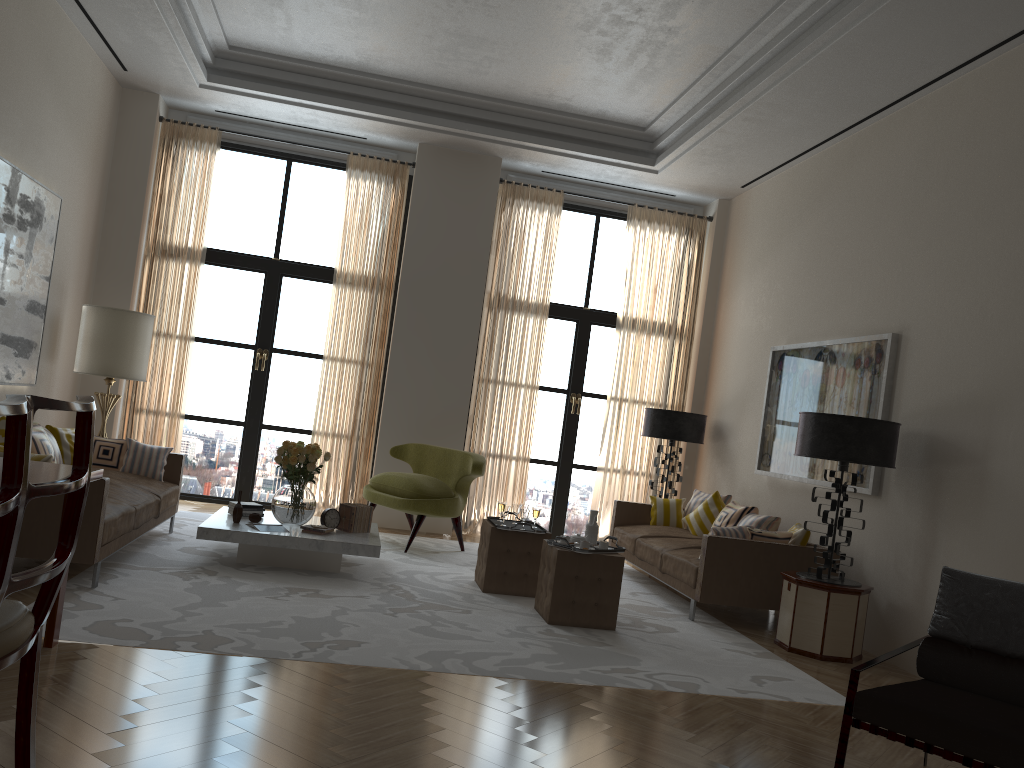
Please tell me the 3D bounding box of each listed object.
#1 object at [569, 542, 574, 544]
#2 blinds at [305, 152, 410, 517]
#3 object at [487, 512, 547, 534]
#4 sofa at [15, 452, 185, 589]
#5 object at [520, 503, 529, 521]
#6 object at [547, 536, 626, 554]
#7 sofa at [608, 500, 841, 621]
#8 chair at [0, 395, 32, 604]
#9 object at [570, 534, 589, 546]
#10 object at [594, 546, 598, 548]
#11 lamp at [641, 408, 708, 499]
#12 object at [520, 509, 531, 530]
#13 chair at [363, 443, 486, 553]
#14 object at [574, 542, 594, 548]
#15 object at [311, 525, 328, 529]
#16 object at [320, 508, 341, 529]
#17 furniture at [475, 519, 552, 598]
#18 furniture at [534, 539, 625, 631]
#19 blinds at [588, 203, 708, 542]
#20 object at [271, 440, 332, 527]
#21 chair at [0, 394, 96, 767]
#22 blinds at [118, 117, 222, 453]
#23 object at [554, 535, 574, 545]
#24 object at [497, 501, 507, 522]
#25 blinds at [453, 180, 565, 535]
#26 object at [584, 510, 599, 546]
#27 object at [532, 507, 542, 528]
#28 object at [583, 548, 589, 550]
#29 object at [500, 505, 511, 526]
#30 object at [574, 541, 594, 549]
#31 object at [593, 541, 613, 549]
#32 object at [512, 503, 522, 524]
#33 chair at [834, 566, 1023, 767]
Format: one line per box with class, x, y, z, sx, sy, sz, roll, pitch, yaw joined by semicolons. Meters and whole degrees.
object;0.490;1.339;7.439;0.052;0.027;0.080;6;-3;37
blinds;-2.076;-0.574;11.790;0.874;4.872;0.418;8;-1;-7
object;0.042;1.321;8.498;0.491;0.092;0.802;8;-2;-10
sofa;-3.837;1.019;7.654;1.352;0.819;2.979;8;-2;-10
object;0.112;1.282;8.767;0.098;0.191;0.098;7;-1;37
object;0.640;1.351;7.558;0.440;0.101;0.722;5;-3;44
sofa;2.108;1.901;9.623;1.352;0.819;2.979;8;-2;-10
chair;-1.729;0.721;2.051;0.878;1.505;0.656;8;-1;-10
object;0.569;1.334;7.629;0.176;0.105;0.136;8;-2;-14
object;0.752;1.399;7.633;0.041;0.015;0.187;6;-3;32
lamp;2.049;1.370;11.788;0.830;2.017;0.830;8;-1;-5
object;0.111;1.259;8.219;0.098;0.191;0.098;8;-1;-10
chair;-1.158;1.327;10.501;1.031;1.213;1.787;9;-2;-42
object;0.606;1.359;7.488;0.186;0.026;0.041;8;-2;-2
object;-1.790;1.323;8.236;0.139;0.019;0.137;9;-3;-26
object;-1.735;1.293;8.478;0.082;0.209;0.205;7;-2;41
furniture;0.001;1.665;8.498;0.614;0.616;0.613;8;-2;-10
furniture;0.564;1.702;7.551;0.614;0.616;0.613;8;-2;-10
blinds;1.901;-0.010;12.490;1.242;4.872;0.418;8;-1;-8
object;-2.029;0.956;8.477;0.540;0.821;0.627;8;-1;-14
chair;-1.852;0.731;2.687;0.878;1.505;0.656;8;-1;-10
blinds;-4.413;-0.900;11.379;0.781;4.884;0.419;8;-1;-8
object;0.448;1.317;7.487;0.176;0.067;0.175;9;-3;-34
object;-0.106;1.250;8.691;0.098;0.191;0.098;8;-1;-27
blinds;-0.028;-0.284;12.152;0.960;4.872;0.419;8;-1;-8
object;0.698;1.255;7.741;0.113;0.305;0.126;7;-1;27
object;0.227;1.288;8.525;0.098;0.191;0.098;7;-1;16
object;0.606;1.362;7.288;0.053;0.025;0.049;8;-2;-8
object;-0.071;1.240;8.345;0.098;0.191;0.098;7;-1;16
object;0.608;1.346;7.388;0.176;0.067;0.176;8;-2;-8
object;0.784;1.379;7.573;0.176;0.067;0.176;8;-2;-11
object;0.041;1.268;8.644;0.098;0.191;0.098;8;-1;-10
chair;2.279;1.536;4.309;1.137;1.135;0.876;9;-2;-45
